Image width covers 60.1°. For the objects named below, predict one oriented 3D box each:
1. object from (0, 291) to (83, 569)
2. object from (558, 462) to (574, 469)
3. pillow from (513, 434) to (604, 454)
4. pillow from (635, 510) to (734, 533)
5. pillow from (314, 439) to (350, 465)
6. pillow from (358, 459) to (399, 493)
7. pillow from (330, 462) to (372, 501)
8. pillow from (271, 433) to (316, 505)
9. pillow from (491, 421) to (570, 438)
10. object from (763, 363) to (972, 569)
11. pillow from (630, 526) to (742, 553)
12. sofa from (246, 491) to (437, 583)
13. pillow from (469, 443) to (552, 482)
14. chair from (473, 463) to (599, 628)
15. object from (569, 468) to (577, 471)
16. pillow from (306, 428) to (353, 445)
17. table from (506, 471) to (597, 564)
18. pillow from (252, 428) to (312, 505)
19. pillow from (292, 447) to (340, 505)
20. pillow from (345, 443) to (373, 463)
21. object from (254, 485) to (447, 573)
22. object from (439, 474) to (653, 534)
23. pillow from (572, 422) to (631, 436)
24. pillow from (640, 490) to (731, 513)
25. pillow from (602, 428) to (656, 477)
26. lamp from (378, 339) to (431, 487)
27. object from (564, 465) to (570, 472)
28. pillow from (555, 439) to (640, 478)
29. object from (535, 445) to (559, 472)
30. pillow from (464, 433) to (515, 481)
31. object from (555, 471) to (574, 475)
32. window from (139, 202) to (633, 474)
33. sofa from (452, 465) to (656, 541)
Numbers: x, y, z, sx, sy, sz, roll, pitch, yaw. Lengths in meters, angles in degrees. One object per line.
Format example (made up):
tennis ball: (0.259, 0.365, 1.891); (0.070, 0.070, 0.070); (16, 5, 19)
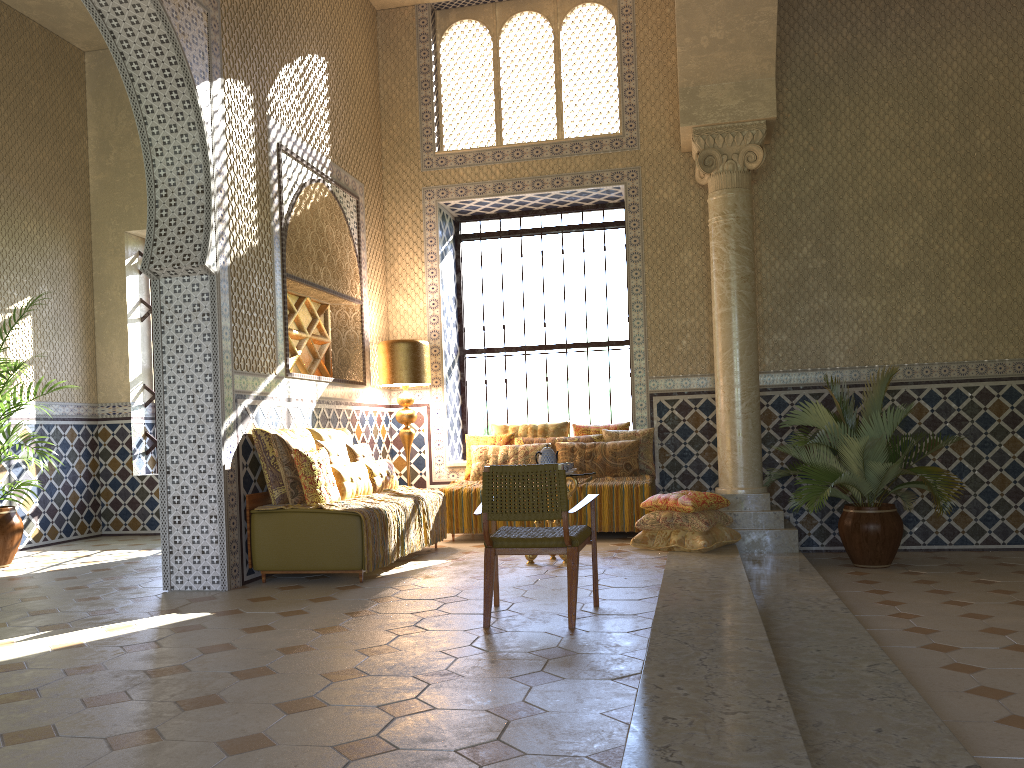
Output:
object: (-6.624, 0.526, 10.905); (2.258, 3.552, 2.754); (-2, -1, 15)
object: (0.614, 0.951, 10.129); (0.183, 0.100, 0.183); (-2, -2, 1)
pillow: (0.650, 1.044, 12.584); (1.342, 0.615, 0.370); (-3, -1, 12)
pillow: (2.081, 1.651, 10.683); (0.933, 0.347, 0.880); (-4, -3, 32)
pillow: (-2.034, 0.980, 10.200); (0.341, 0.693, 0.741); (-2, -2, 12)
pillow: (-1.652, 1.167, 10.989); (0.271, 0.450, 0.983); (-2, -3, 12)
pillow: (-1.843, 1.122, 10.072); (0.271, 0.450, 0.983); (-2, -3, 12)
pillow: (-2.262, 0.914, 9.487); (0.383, 0.780, 0.834); (-2, -2, 12)
pillow: (0.257, 0.970, 12.910); (1.193, 0.832, 0.422); (-3, -1, 12)
object: (4.509, 1.008, 10.933); (2.641, 2.501, 2.166); (-2, -1, -1)
pillow: (2.109, 1.853, 10.688); (0.992, 0.368, 1.042); (-4, -4, 37)
sofa: (-1.781, 1.630, 10.252); (1.274, 0.937, 2.852); (-3, -3, 12)
pillow: (-0.025, 1.120, 12.503); (1.192, 0.546, 0.329); (-3, -1, 12)
chair: (0.178, 1.219, 6.981); (0.951, 1.209, 0.907); (-2, -1, 12)
object: (0.615, 0.988, 10.130); (0.255, 0.032, 0.256); (-2, -3, -9)
pillow: (-2.171, 0.949, 10.918); (0.422, 0.832, 1.193); (-2, -2, 12)
table: (0.404, 1.484, 9.817); (1.102, 0.980, 1.100); (-4, -2, 41)
pillow: (-2.415, 0.892, 9.747); (0.422, 0.832, 1.193); (-2, -2, 12)
pillow: (-2.032, 0.989, 9.294); (0.345, 0.651, 0.685); (-2, -2, 11)
pillow: (-1.869, 1.048, 10.986); (0.313, 0.637, 0.682); (-2, -2, 12)
object: (-1.723, 1.618, 10.228); (1.314, 0.717, 2.888); (-3, -3, 12)
object: (0.511, 1.651, 12.303); (2.887, 0.718, 1.315); (-3, -3, 12)
pillow: (1.283, 0.953, 12.755); (0.856, 0.800, 0.393); (-2, -1, 12)
pillow: (2.087, 1.442, 10.671); (0.747, 0.310, 0.805); (1, -4, -44)
pillow: (1.630, 0.967, 12.401); (0.741, 0.693, 0.340); (-2, -1, 12)
lamp: (-1.500, 0.798, 12.678); (0.736, 2.813, 0.737); (-2, 0, -19)
object: (0.532, 0.918, 9.498); (0.183, 0.100, 0.184); (-2, -2, 8)
pillow: (1.174, 1.062, 12.252); (1.192, 0.546, 0.329); (-3, -1, 12)
object: (0.391, 0.836, 9.855); (0.273, 0.323, 0.199); (-2, -1, 1)
pillow: (-0.334, 1.063, 12.810); (0.741, 0.693, 0.340); (-2, -1, 12)
object: (0.533, 0.956, 9.498); (0.256, 0.032, 0.256); (-3, -3, 8)
window: (-2.302, -0.651, 14.313); (8.486, 3.990, 0.574); (-2, 0, 8)
sofa: (0.563, 1.661, 12.357); (2.850, 0.937, 1.274); (-3, -2, 12)
